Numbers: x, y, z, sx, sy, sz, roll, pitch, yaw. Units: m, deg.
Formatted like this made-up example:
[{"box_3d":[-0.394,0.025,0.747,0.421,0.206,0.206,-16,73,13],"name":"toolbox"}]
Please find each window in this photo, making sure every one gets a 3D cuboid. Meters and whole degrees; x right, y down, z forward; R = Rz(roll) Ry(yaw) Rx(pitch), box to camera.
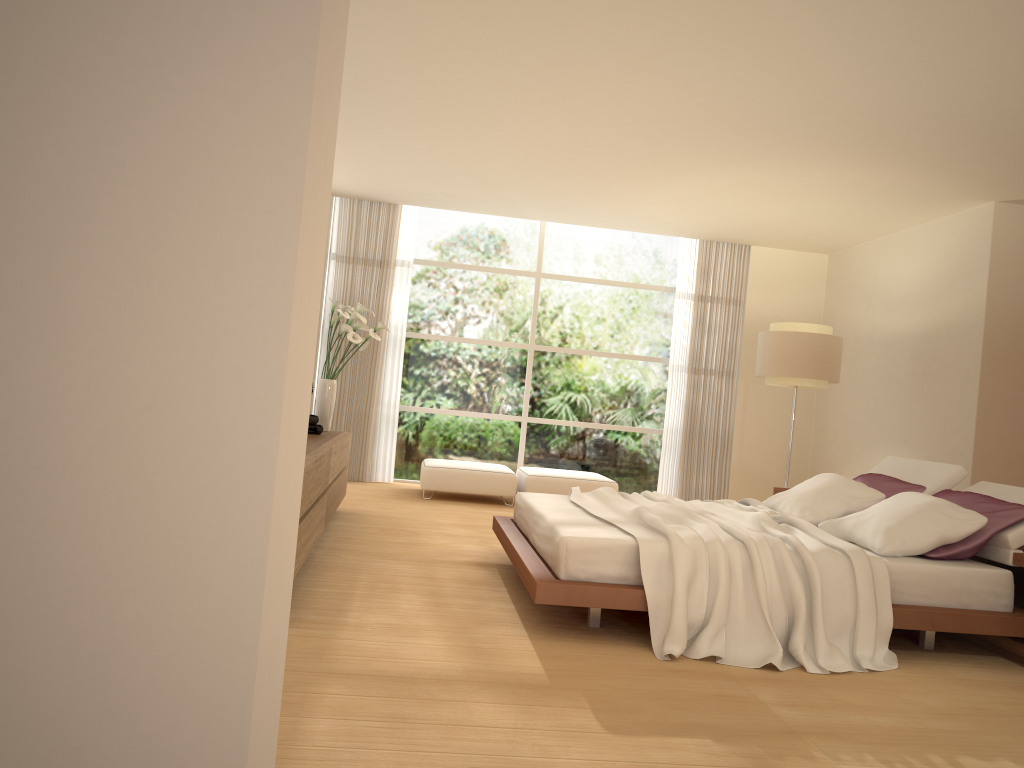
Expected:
[{"box_3d":[0.223,-0.428,10.313,4.781,3.371,0.071,6,-1,-6],"name":"window"}]

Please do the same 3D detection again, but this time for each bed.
[{"box_3d":[1.255,0.997,5.166,2.535,0.570,2.599,6,-1,-6],"name":"bed"}]

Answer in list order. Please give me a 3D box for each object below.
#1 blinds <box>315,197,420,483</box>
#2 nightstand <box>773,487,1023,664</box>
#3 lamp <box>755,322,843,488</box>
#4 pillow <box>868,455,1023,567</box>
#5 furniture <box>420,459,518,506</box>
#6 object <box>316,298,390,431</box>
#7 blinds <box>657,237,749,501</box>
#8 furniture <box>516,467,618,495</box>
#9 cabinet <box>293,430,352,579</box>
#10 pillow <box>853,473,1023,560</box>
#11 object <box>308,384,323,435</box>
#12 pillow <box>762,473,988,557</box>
[{"box_3d":[-1.632,-0.602,9.847,0.950,3.352,0.211,6,-1,-8],"name":"blinds"},{"box_3d":[2.650,1.147,5.377,0.493,0.539,4.220,6,-1,-6],"name":"nightstand"},{"box_3d":[2.661,0.452,8.429,0.817,2.018,0.817,5,-1,37],"name":"lamp"},{"box_3d":[2.632,0.717,5.380,0.461,0.457,1.779,6,-1,-7],"name":"pillow"},{"box_3d":[-0.472,1.007,9.254,0.965,0.346,0.964,6,-1,-6],"name":"furniture"},{"box_3d":[-1.346,-0.144,7.267,0.608,1.085,0.515,5,-1,42],"name":"object"},{"box_3d":[2.215,-0.232,10.226,0.814,3.351,0.202,6,-1,-7],"name":"blinds"},{"box_3d":[0.553,1.106,9.369,0.965,0.346,0.964,6,-1,-6],"name":"furniture"},{"box_3d":[-1.462,0.699,5.593,0.588,0.662,3.713,6,-1,-6],"name":"cabinet"},{"box_3d":[2.302,0.757,5.333,0.575,0.369,1.683,6,-1,-6],"name":"pillow"},{"box_3d":[-1.563,0.147,6.744,0.282,0.453,0.181,6,-1,-6],"name":"object"},{"box_3d":[2.034,0.746,5.296,0.561,0.339,1.720,6,-1,-6],"name":"pillow"}]
